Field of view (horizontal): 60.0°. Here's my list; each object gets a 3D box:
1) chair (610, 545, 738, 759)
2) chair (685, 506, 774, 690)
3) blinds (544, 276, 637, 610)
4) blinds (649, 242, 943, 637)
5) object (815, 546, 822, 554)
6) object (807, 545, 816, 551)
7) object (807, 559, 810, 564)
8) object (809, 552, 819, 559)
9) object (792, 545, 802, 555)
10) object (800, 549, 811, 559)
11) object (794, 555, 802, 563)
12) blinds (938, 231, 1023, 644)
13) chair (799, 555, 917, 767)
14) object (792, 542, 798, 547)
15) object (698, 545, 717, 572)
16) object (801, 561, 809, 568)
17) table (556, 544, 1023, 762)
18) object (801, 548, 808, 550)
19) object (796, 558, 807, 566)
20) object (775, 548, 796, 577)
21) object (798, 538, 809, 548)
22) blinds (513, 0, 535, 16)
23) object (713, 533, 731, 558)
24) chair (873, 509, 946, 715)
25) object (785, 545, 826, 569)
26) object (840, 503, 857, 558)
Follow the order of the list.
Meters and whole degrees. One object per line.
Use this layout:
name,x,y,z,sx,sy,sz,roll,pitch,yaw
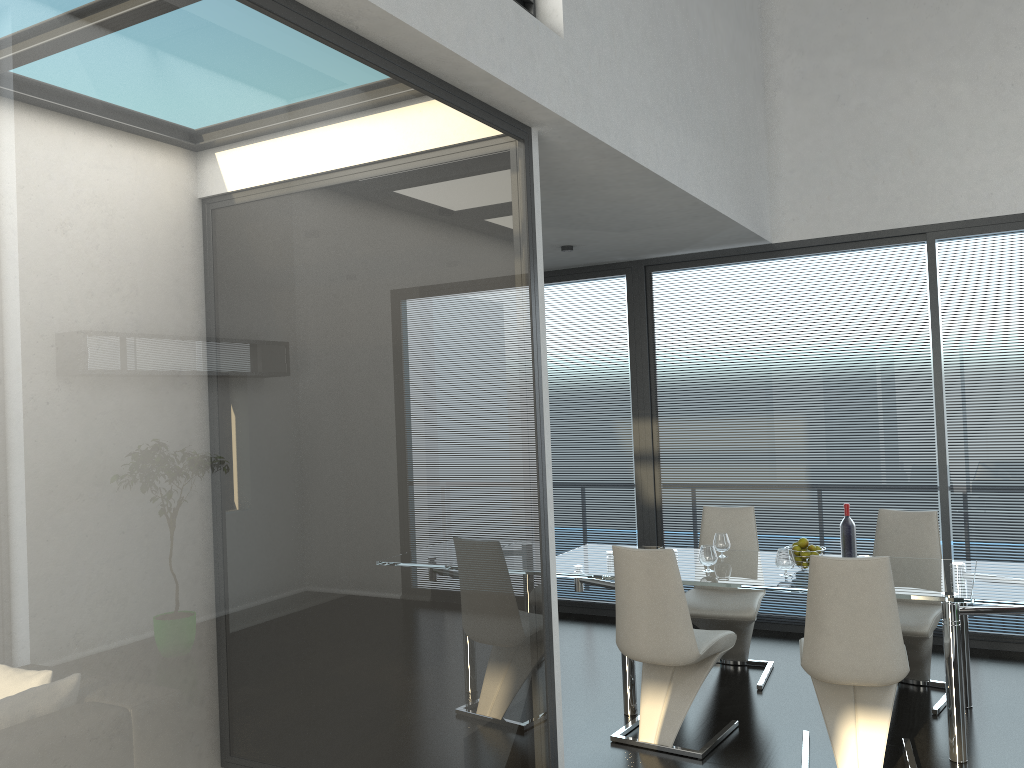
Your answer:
chair,0.784,1.241,4.379,0.471,0.959,0.612,-3,-1,34
chair,1.260,1.241,5.278,0.471,0.959,0.612,-3,-1,24
blinds,0.129,0.487,7.133,1.787,2.537,0.018,-3,-1,29
blinds,1.900,0.392,6.151,1.874,2.537,0.018,-3,-1,29
object,1.586,0.865,4.614,0.047,0.048,0.047,-2,-1,-9
object,1.552,0.853,4.588,0.044,0.043,0.040,-4,-2,44
object,1.558,0.925,4.604,0.048,0.048,0.048,-3,-2,40
object,1.553,0.887,4.562,0.054,0.055,0.053,-2,-1,-6
object,1.477,0.863,4.600,0.050,0.054,0.055,-2,-1,-2
object,1.506,0.873,4.553,0.054,0.048,0.055,-3,-1,22
object,1.477,0.904,4.580,0.045,0.042,0.045,-3,-1,24
blinds,3.599,0.301,5.207,1.874,2.537,0.018,-3,-1,29
chair,1.528,1.201,3.982,0.471,0.959,0.612,-3,-1,19
object,1.498,0.851,4.662,0.047,0.045,0.047,-3,-1,30
object,1.030,0.917,4.661,0.098,0.132,0.098,-1,-2,-41
object,1.513,0.932,4.577,0.038,0.038,0.038,-3,-1,33
table,1.469,1.330,4.641,2.720,0.731,0.940,-3,-1,29
object,1.523,0.862,4.631,0.040,0.038,0.040,-2,-1,0
object,1.507,0.922,4.628,0.061,0.056,0.059,-2,-1,-16
object,1.377,0.898,4.467,0.098,0.132,0.098,-1,-2,-41
object,1.512,0.825,4.603,0.055,0.056,0.055,-3,-1,29
blinds,-0.222,-2.015,2.884,0.048,1.372,1.076,-3,-1,29
object,1.196,0.919,5.057,0.098,0.132,0.098,-1,-2,-41
chair,2.094,1.196,4.813,0.471,0.959,0.612,-3,-2,39
object,1.524,0.904,4.605,0.206,0.105,0.206,-2,-1,-16
object,1.756,0.788,4.633,0.082,0.326,0.082,-1,-2,-40
